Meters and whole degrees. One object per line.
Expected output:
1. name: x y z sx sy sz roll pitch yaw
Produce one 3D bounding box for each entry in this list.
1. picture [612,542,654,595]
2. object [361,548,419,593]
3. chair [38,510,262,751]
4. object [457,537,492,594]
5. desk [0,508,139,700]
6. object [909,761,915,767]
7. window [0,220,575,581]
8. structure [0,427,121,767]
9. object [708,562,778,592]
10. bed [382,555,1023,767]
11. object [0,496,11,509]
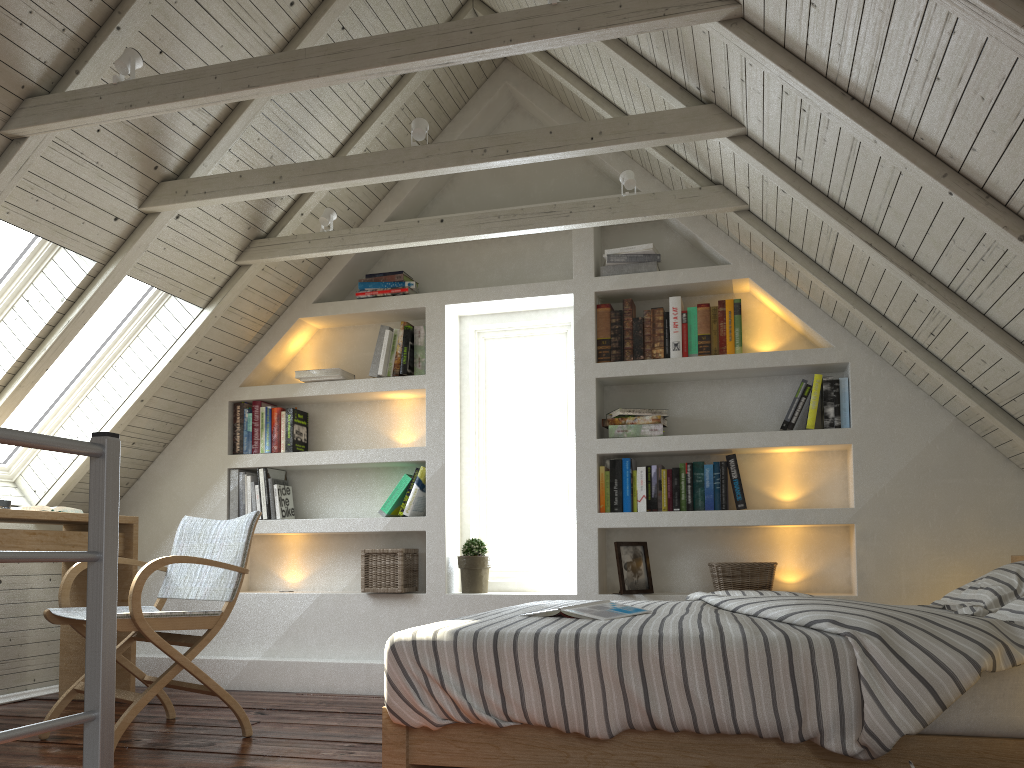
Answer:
1. picture: 0.496 0.784 3.750 0.174 0.221 0.128 4 -7 -34
2. object: -0.568 0.868 4.099 0.205 0.198 0.207 -3 -8 16
3. chair: -1.259 0.841 3.093 0.554 0.782 0.563 -6 -8 40
4. object: -0.171 0.820 4.021 0.159 0.268 0.161 -1 -6 8
5. desk: -2.008 0.874 3.279 0.378 0.795 1.342 -2 -9 15
6. object: 0.750 0.671 1.439 0.186 0.098 0.082 -8 -10 39
7. window: -1.157 0.125 3.510 3.094 1.359 1.422 1 -8 -7
8. structure: -1.260 0.447 0.734 0.837 0.983 1.661 -2 -9 15
9. object: 0.965 0.811 3.678 0.283 0.132 0.180 -2 -9 7
10. bed: 0.777 0.744 2.474 1.880 0.696 1.898 -3 -11 16
11. object: -2.050 0.328 3.164 0.354 0.235 0.394 -2 -9 11
